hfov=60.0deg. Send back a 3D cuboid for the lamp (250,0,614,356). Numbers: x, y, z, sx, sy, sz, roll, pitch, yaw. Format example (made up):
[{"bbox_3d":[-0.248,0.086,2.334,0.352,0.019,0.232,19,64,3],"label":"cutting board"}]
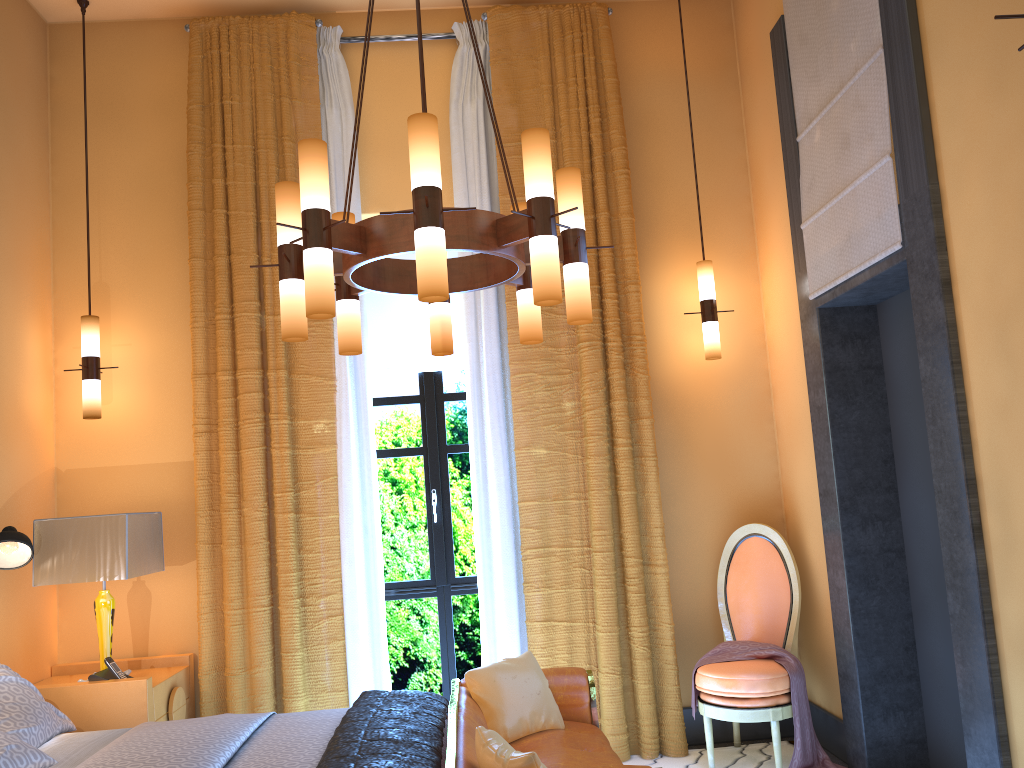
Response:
[{"bbox_3d":[-0.323,-1.251,3.094,1.142,2.163,1.143,-6,-7,19],"label":"lamp"}]

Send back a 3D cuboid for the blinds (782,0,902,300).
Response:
[{"bbox_3d":[1.397,-1.236,3.860,0.042,1.573,0.897,-4,-6,-3],"label":"blinds"}]

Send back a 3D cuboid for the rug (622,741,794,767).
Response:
[{"bbox_3d":[-0.267,1.771,2.856,3.702,0.016,3.395,-4,-7,-3],"label":"rug"}]

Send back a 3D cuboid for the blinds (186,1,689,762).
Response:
[{"bbox_3d":[-0.463,-0.061,4.697,2.450,4.137,0.134,-4,-6,-3],"label":"blinds"}]

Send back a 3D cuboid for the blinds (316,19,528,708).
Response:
[{"bbox_3d":[-0.504,-0.026,4.775,2.050,4.067,0.237,-3,-6,-6],"label":"blinds"}]

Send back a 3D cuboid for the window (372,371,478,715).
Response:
[{"bbox_3d":[-0.427,0.550,5.040,1.200,2.993,0.130,-4,-6,-3],"label":"window"}]

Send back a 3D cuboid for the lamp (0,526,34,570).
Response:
[{"bbox_3d":[-2.075,0.737,4.003,0.231,0.217,0.568,-11,-10,44],"label":"lamp"}]

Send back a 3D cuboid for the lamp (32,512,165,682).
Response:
[{"bbox_3d":[-1.944,1.027,4.215,0.424,0.800,0.506,-4,-6,-3],"label":"lamp"}]

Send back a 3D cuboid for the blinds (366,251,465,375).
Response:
[{"bbox_3d":[-0.502,-0.504,5.139,1.200,0.871,0.013,-4,-6,-3],"label":"blinds"}]

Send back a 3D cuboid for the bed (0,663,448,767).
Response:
[{"bbox_3d":[-1.230,1.400,3.023,2.106,0.823,1.893,-4,-7,-4],"label":"bed"}]

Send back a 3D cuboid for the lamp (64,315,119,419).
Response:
[{"bbox_3d":[-2.174,-0.086,4.581,0.199,0.531,0.199,-10,-8,41],"label":"lamp"}]

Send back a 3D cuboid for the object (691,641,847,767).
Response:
[{"bbox_3d":[1.237,1.542,4.258,0.804,0.571,0.429,-11,-9,44],"label":"object"}]

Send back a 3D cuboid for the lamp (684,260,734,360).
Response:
[{"bbox_3d":[1.062,-0.397,4.780,0.199,0.531,0.199,-10,-8,41],"label":"lamp"}]

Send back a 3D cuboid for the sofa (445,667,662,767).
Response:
[{"bbox_3d":[0.119,1.460,3.162,0.650,0.639,1.619,-4,-7,-3],"label":"sofa"}]

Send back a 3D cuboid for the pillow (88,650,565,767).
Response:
[{"bbox_3d":[-0.593,1.318,3.679,2.632,0.406,1.147,-10,-9,38],"label":"pillow"}]

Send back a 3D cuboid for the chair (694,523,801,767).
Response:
[{"bbox_3d":[1.167,1.284,4.386,0.500,1.144,0.633,-8,-7,29],"label":"chair"}]

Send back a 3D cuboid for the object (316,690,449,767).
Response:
[{"bbox_3d":[-0.432,1.244,3.076,0.405,0.104,1.464,-4,-7,-4],"label":"object"}]

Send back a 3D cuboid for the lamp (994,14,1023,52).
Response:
[{"bbox_3d":[1.077,-0.730,1.734,0.199,0.531,0.199,-10,-8,41],"label":"lamp"}]

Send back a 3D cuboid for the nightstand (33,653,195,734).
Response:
[{"bbox_3d":[-1.948,1.722,4.232,0.720,0.688,0.682,-4,-7,-3],"label":"nightstand"}]
